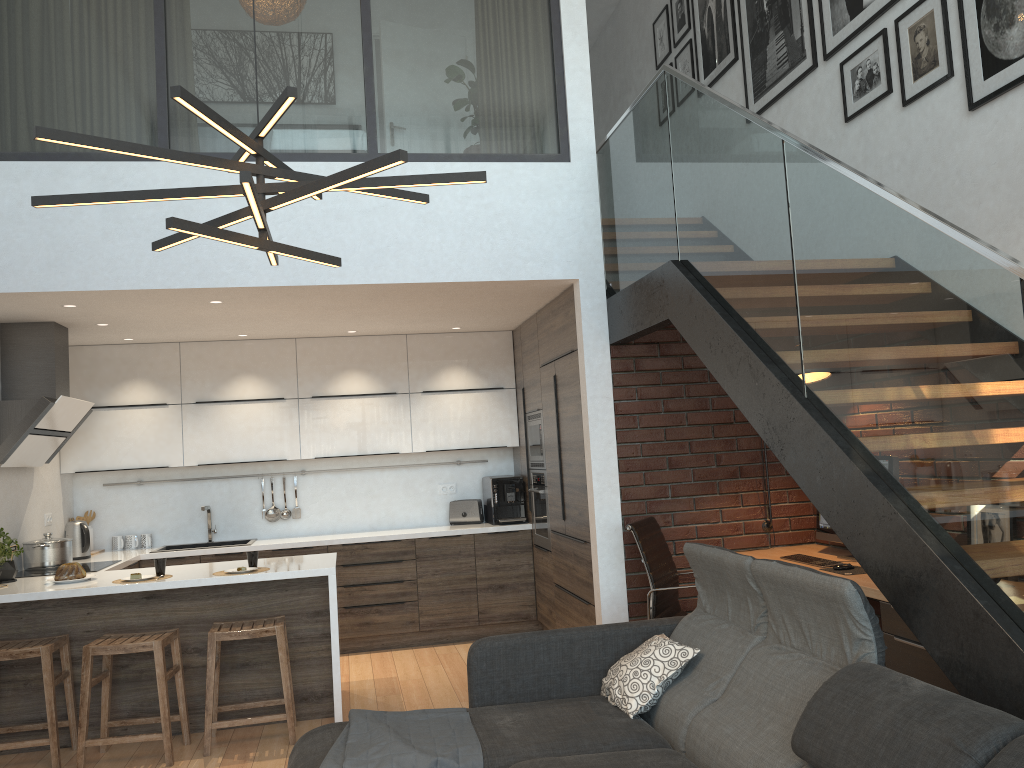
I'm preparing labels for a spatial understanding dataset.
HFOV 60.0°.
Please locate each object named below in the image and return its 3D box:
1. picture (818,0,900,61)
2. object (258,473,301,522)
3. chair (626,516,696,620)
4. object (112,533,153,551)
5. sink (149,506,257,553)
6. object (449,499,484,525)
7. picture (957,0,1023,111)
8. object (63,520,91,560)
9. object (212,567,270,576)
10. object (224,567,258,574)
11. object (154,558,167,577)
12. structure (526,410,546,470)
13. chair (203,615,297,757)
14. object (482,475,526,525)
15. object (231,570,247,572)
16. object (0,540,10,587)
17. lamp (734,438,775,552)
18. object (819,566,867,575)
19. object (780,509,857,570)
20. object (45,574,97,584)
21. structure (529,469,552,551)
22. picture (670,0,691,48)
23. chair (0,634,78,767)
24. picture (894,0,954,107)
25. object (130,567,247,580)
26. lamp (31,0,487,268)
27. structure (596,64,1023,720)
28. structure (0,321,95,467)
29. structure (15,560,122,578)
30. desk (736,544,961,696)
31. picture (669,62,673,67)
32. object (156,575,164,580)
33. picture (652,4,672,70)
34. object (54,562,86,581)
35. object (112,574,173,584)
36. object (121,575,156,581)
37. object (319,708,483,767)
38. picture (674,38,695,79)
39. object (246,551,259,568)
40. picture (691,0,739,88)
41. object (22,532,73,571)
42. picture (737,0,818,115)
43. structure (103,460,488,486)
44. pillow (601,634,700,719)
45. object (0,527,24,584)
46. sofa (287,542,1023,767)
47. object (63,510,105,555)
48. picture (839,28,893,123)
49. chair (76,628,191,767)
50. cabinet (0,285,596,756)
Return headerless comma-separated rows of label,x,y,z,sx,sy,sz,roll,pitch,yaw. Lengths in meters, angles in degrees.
picture,1.829,-2.177,4.515,0.025,0.654,0.990,-3,-4,-11
object,-1.849,0.899,7.057,0.320,0.389,0.069,-3,-4,-10
chair,1.011,1.226,4.803,0.700,0.991,0.651,-5,-5,23
object,-2.912,1.211,6.797,0.297,0.105,0.112,-3,-4,-9
sink,-2.304,1.185,6.673,0.706,0.518,0.512,-3,-4,-11
object,-0.373,1.043,7.229,0.260,0.195,0.177,-4,-4,9
picture,2.150,-1.551,3.017,0.028,1.678,1.785,-3,-4,-11
object,-3.056,1.094,6.223,0.179,0.270,0.220,-2,-5,-24
object,-1.487,1.030,4.874,0.304,0.002,0.304,-5,-5,21
object,-1.476,1.018,4.833,0.176,0.014,0.176,-3,-4,-7
object,-1.939,1.012,4.889,0.066,0.093,0.066,-5,-5,25
structure,0.398,0.412,6.625,0.459,0.430,0.595,-3,-4,-11
chair,-1.371,1.559,4.645,0.450,0.600,0.350,-2,-4,-13
object,-0.059,0.927,7.146,0.274,0.378,0.532,-3,-4,-11
object,-1.454,1.010,4.785,0.126,0.012,0.025,-4,-4,8
object,-2.874,0.973,4.865,0.221,0.283,0.211,-4,-4,2
lamp,1.658,0.683,4.849,0.462,2.003,1.054,-1,-5,-27
object,1.622,0.893,4.247,0.200,0.002,0.250,-3,-4,-11
object,1.697,0.648,4.608,0.431,0.535,0.716,-3,-4,-11
object,-2.434,1.080,4.899,0.261,0.021,0.261,-2,-5,-16
structure,0.411,0.911,6.583,0.495,0.570,0.595,-3,-4,-11
picture,1.325,-2.908,6.964,0.025,0.410,0.333,-3,-4,-11
chair,-2.477,1.614,4.476,0.450,0.600,0.350,-3,-4,-11
picture,1.929,-1.581,4.160,0.022,0.440,0.358,-3,-4,-11
object,-1.745,1.017,4.790,0.597,0.039,0.064,-2,-4,-15
lamp,-0.768,-2.169,2.482,1.200,3.645,0.831,-3,-4,-1
structure,1.487,0.128,3.949,1.289,3.460,5.660,-3,-4,-11
structure,-2.970,0.018,5.637,0.407,0.998,0.898,-3,-4,-11
structure,-2.814,1.161,5.562,0.550,0.006,0.609,-3,-4,-11
desk,1.749,1.257,4.179,0.610,0.750,2.182,-3,-4,-11
picture,1.278,-2.389,7.329,0.025,0.410,0.333,-3,-4,-11
object,-1.896,1.041,4.772,0.025,0.011,0.126,-3,-4,-7
picture,1.248,-2.874,7.366,0.025,0.410,0.333,-3,-4,-11
object,-2.449,1.042,4.911,0.155,0.101,0.161,-2,-4,-15
object,-2.001,1.056,4.805,0.305,0.002,0.305,0,-6,-42
object,-2.007,1.046,4.767,0.176,0.014,0.176,-2,-5,-21
object,-0.371,1.388,3.098,0.548,0.369,0.685,-3,-4,-3
picture,1.354,-2.425,6.927,0.025,0.410,0.333,-3,-4,-11
object,-1.448,0.986,4.953,0.066,0.093,0.066,0,-5,-38
picture,1.444,-2.670,6.385,0.025,0.990,0.654,-3,-4,-11
object,-2.971,1.065,5.679,0.288,0.223,0.315,-6,-5,30
picture,1.630,-2.265,5.525,0.025,0.990,0.871,-3,-4,-11
structure,-1.675,0.710,7.115,3.000,0.045,0.050,-3,-4,-11
pillow,0.702,1.007,2.406,0.386,0.364,2.734,-3,-4,-7
object,-2.905,0.976,5.059,0.179,0.311,0.172,-3,-4,0
sofa,0.134,1.084,2.183,2.108,0.995,3.169,-3,-4,-11
object,-3.205,1.110,6.627,0.221,0.316,0.330,-3,-4,-11
picture,1.840,-1.596,4.615,0.025,0.333,0.410,-3,-4,-11
chair,-1.900,1.578,4.463,0.450,0.600,0.350,-3,-4,-6
cabinet,-1.426,0.758,5.962,3.495,2.401,2.401,-3,-4,-11
